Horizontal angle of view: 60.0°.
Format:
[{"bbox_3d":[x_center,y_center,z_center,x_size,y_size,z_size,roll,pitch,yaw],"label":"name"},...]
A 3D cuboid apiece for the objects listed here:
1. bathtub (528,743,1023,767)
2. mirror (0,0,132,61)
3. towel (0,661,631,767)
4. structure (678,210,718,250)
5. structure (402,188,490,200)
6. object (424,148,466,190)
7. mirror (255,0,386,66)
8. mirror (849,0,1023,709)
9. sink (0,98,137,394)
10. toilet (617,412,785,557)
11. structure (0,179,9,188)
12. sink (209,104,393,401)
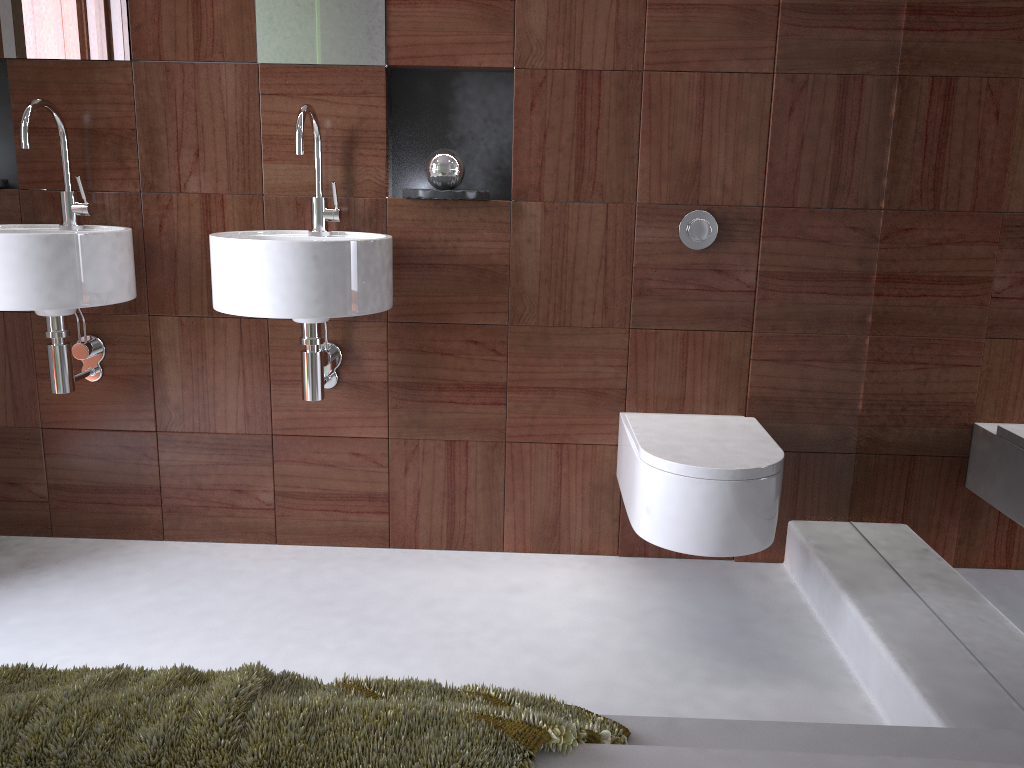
[{"bbox_3d":[-0.015,0.632,0.469,1.683,0.424,0.881,2,13,1],"label":"bathtub"},{"bbox_3d":[-1.095,-1.115,2.132,0.316,0.635,0.010,2,13,1],"label":"mirror"},{"bbox_3d":[-0.327,0.515,0.866,0.890,0.452,0.349,0,13,-4],"label":"towel"},{"bbox_3d":[0.469,-0.386,2.224,0.098,0.098,0.034,2,13,1],"label":"structure"},{"bbox_3d":[-0.167,-0.481,2.248,0.220,0.023,0.222,-1,13,-8],"label":"structure"},{"bbox_3d":[-0.790,-0.555,2.238,1.350,0.104,0.104,2,13,1],"label":"object"},{"bbox_3d":[-0.461,-1.097,2.116,0.316,0.635,0.010,2,13,1],"label":"mirror"},{"bbox_3d":[0.918,-0.542,1.449,0.019,2.183,1.433,2,13,1],"label":"mirror"},{"bbox_3d":[-1.121,-0.310,2.102,0.415,0.715,0.417,2,13,1],"label":"sink"},{"bbox_3d":[0.438,0.252,2.107,0.329,0.284,0.547,2,13,1],"label":"toilet"},{"bbox_3d":[-1.419,-0.517,2.279,0.222,0.023,0.220,-9,16,-37],"label":"structure"},{"bbox_3d":[-0.490,-0.292,2.086,0.415,0.715,0.417,2,13,1],"label":"sink"}]
